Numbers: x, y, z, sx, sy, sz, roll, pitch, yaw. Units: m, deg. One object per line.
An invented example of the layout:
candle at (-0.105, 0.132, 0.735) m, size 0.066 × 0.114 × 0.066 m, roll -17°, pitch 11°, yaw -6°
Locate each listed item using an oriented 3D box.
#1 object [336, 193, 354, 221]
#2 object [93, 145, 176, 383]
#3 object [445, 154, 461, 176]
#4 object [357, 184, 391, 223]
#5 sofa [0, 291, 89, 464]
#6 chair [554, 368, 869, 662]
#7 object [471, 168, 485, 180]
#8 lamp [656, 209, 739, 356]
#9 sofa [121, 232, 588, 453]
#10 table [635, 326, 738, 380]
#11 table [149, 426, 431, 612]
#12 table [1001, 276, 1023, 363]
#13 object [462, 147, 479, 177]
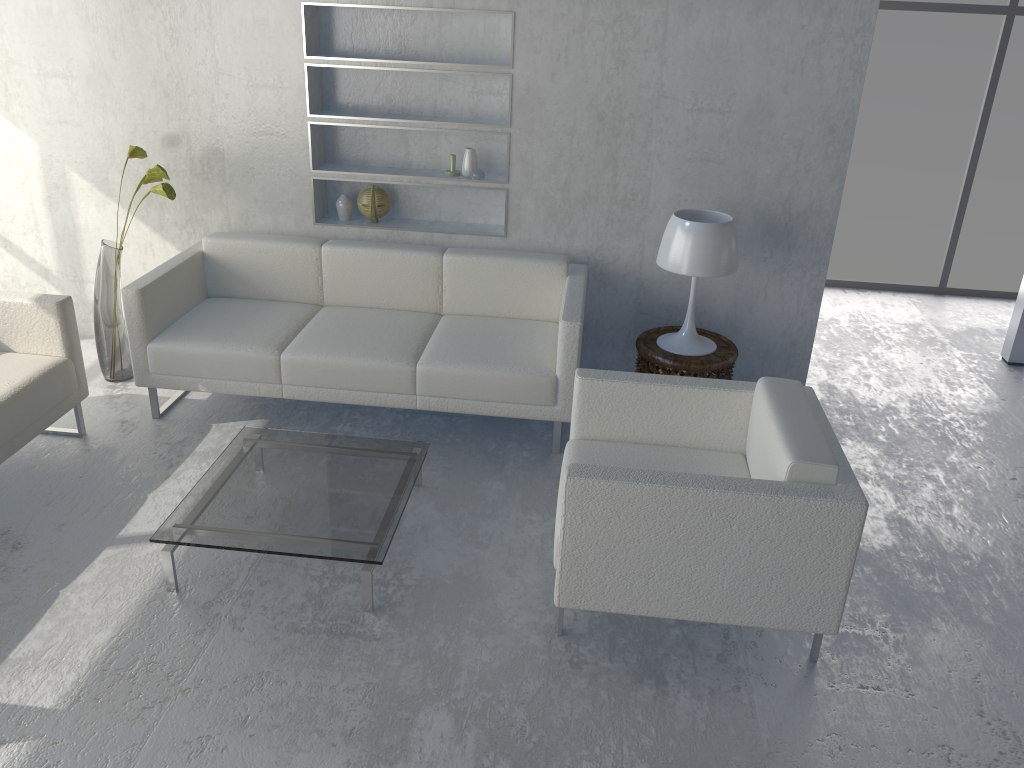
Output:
object at (-0.817, -0.866, 4.338) m, size 0.086 × 0.128 × 0.086 m, roll 9°, pitch 25°, yaw 14°
object at (-1.685, -0.515, 4.041) m, size 0.400 × 1.051 × 0.387 m, roll 18°, pitch 29°, yaw 30°
object at (-0.280, -1.037, 4.197) m, size 0.074 × 0.094 × 0.074 m, roll -12°, pitch 28°, yaw -28°
object at (-0.671, -0.868, 4.291) m, size 0.163 × 0.179 × 0.088 m, roll 0°, pitch 25°, yaw -4°
sofa at (-2.240, 0.241, 2.802) m, size 0.821 × 0.658 × 1.881 m, roll 5°, pitch 25°, yaw 5°
chair at (0.556, 0.365, 2.789) m, size 0.821 × 0.662 × 0.748 m, roll 5°, pitch 25°, yaw 5°
object at (-0.158, -0.981, 4.140) m, size 0.064 × 0.050 × 0.064 m, roll 7°, pitch 25°, yaw 10°
lamp at (0.790, -0.440, 3.838) m, size 0.347 × 0.582 × 0.347 m, roll -9°, pitch 27°, yaw -24°
sofa at (-0.630, -0.234, 3.991) m, size 1.881 × 0.658 × 0.821 m, roll 5°, pitch 25°, yaw 5°
table at (0.774, -0.021, 4.028) m, size 0.452 × 0.358 × 0.452 m, roll -6°, pitch 26°, yaw -18°
table at (-0.716, 0.436, 3.083) m, size 0.730 × 0.190 × 0.773 m, roll 5°, pitch 25°, yaw 5°
table at (3.182, -0.064, 3.716) m, size 1.180 × 0.835 × 2.095 m, roll 5°, pitch 25°, yaw 5°
object at (-0.196, -1.045, 4.178) m, size 0.079 × 0.130 × 0.079 m, roll 4°, pitch 25°, yaw 3°
